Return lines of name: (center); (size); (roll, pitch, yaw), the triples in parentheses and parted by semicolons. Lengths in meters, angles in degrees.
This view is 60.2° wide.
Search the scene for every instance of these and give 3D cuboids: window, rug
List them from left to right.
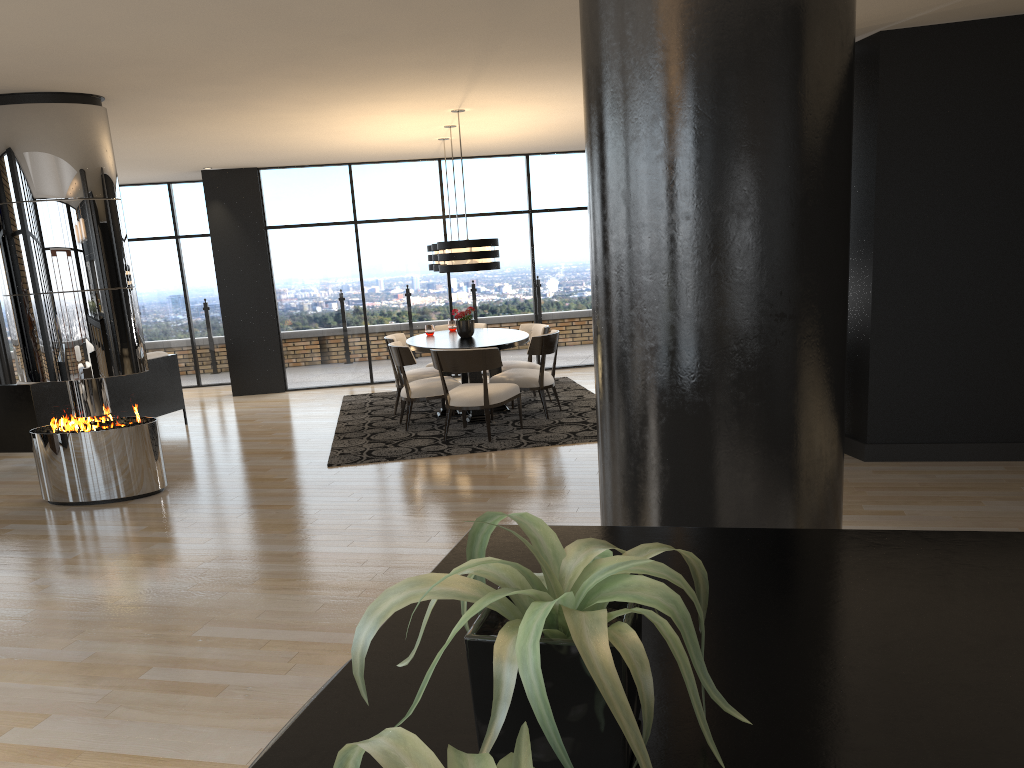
window: (-3.469, -1.258, 4.141); (10.126, 4.879, 15.598); (-4, 9, 1)
rug: (-0.391, 0.285, 8.945); (2.713, 0.011, 3.658); (-5, 9, -8)

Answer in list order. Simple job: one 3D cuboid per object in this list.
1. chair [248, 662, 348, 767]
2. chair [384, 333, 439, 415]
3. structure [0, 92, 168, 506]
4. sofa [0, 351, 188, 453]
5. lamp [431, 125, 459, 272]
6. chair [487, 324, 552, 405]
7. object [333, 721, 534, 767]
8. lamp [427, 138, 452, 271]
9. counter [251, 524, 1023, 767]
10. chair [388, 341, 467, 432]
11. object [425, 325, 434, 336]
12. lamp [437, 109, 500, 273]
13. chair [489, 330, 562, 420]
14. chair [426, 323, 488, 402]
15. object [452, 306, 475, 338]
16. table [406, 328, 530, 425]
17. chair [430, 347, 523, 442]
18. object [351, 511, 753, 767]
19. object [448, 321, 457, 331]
chair: (-0.031, 0.924, 1.284); (0.519, 0.983, 0.466); (0, 13, 14)
chair: (-0.967, -0.108, 9.087); (0.616, 0.822, 0.630); (-3, 12, 2)
structure: (-3.092, -0.534, 6.217); (0.892, 2.797, 0.574); (-3, 13, 3)
sofa: (-4.112, 0.201, 8.415); (0.838, 0.819, 1.994); (-1, 10, 14)
lamp: (-0.538, -1.770, 8.440); (0.535, 1.355, 0.525); (-6, 13, -8)
chair: (0.081, -0.194, 9.201); (0.613, 0.822, 0.633); (-8, 13, -21)
object: (-0.045, 0.308, 0.517); (0.404, 0.244, 0.392); (4, 13, 39)
lamp: (-0.665, -1.891, 9.306); (0.535, 1.355, 0.525); (-6, 13, -8)
counter: (0.127, 0.507, 0.051); (1.180, 0.032, 3.057); (-2, 9, 15)
chair: (-0.810, 0.006, 8.259); (0.614, 0.822, 0.632); (-7, 12, -14)
object: (-0.852, -0.557, 9.143); (0.095, 0.108, 0.093); (-3, 11, 3)
lamp: (-0.411, -1.648, 7.574); (0.535, 1.355, 0.525); (-6, 13, -8)
chair: (0.157, -0.083, 8.428); (0.616, 0.822, 0.630); (1, 12, 20)
chair: (-0.592, -0.241, 9.809); (0.643, 0.822, 0.604); (-1, 12, 13)
object: (-0.471, -0.609, 8.670); (0.228, 0.304, 0.233); (-5, 12, -5)
table: (-0.420, -0.081, 8.792); (1.208, 0.784, 2.069); (-5, 9, -6)
chair: (-0.317, 0.069, 7.626); (0.642, 0.822, 0.604); (1, 13, 21)
object: (0.078, 0.243, 0.896); (0.396, 0.244, 0.401); (4, 13, 39)
object: (-0.641, -0.626, 9.509); (0.094, 0.108, 0.094); (-14, 15, -41)
